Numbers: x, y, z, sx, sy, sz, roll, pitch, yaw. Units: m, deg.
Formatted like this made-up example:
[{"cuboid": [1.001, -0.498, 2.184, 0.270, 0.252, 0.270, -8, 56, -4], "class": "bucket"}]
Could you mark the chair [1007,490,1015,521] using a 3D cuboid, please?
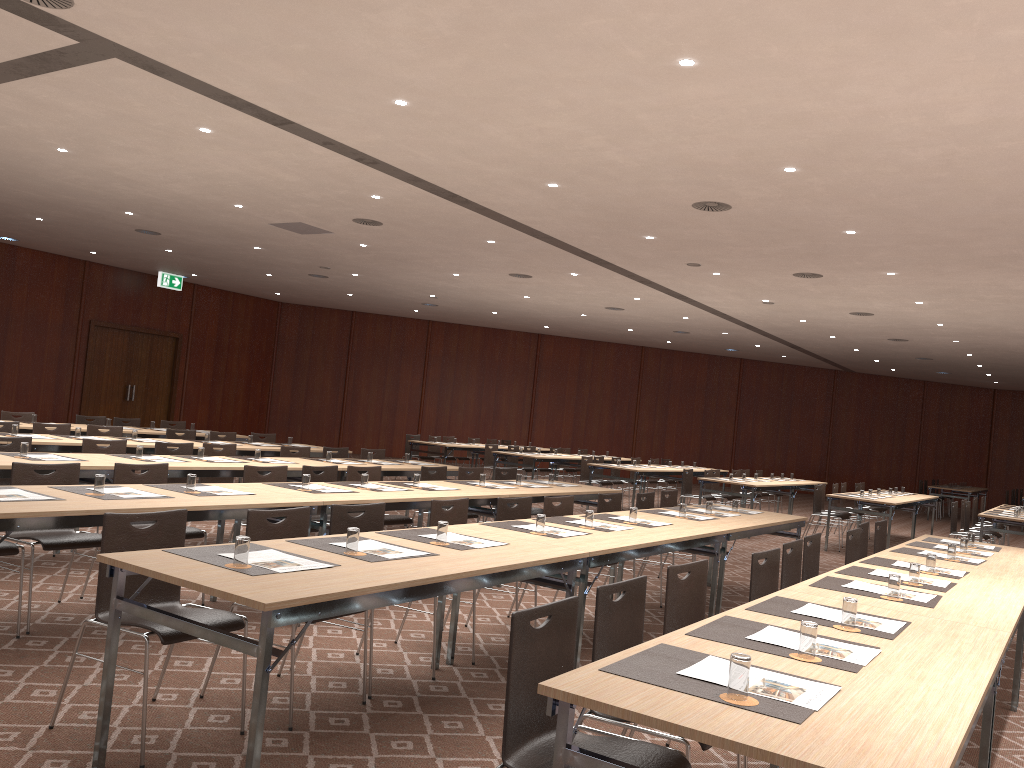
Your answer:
[{"cuboid": [12.628, 3.125, 22.076, 0.613, 0.939, 0.536, 5, -2, 36], "class": "chair"}]

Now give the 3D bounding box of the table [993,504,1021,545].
[{"cuboid": [8.500, 2.494, 14.581, 0.953, 0.833, 2.269, 5, -2, 33], "class": "table"}]

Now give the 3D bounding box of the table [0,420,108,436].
[{"cuboid": [-6.089, 0.866, 10.366, 0.953, 0.833, 2.269, 5, -2, 33], "class": "table"}]

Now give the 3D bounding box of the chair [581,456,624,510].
[{"cuboid": [1.699, 1.811, 16.284, 0.613, 0.939, 0.536, 5, -2, 31], "class": "chair"}]

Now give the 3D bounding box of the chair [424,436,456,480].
[{"cuboid": [-1.518, 1.562, 18.467, 0.613, 0.939, 0.536, 5, -2, 31], "class": "chair"}]

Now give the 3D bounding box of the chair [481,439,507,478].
[{"cuboid": [-0.366, 1.745, 20.332, 0.613, 0.939, 0.536, 5, -2, 31], "class": "chair"}]

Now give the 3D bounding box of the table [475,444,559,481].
[{"cuboid": [0.147, 1.840, 20.033, 0.953, 0.833, 2.269, 5, -2, 33], "class": "table"}]

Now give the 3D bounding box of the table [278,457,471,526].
[{"cuboid": [-1.521, 1.319, 10.087, 0.953, 0.833, 2.269, 5, -2, 33], "class": "table"}]

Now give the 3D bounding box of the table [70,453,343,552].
[{"cuboid": [-2.748, 1.127, 8.185, 0.953, 0.833, 2.269, 5, -2, 33], "class": "table"}]

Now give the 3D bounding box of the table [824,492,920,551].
[{"cuboid": [5.602, 2.172, 13.770, 0.953, 0.833, 2.269, 5, -2, 33], "class": "table"}]

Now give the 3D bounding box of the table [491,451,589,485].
[{"cuboid": [0.591, 1.779, 17.041, 0.953, 0.833, 2.269, 5, -2, 33], "class": "table"}]

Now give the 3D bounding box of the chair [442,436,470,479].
[{"cuboid": [-1.262, 1.609, 19.055, 0.613, 0.939, 0.536, 5, -2, 30], "class": "chair"}]

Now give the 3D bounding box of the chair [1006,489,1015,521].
[{"cuboid": [13.174, 3.213, 23.004, 0.613, 0.939, 0.536, 5, -2, 32], "class": "chair"}]

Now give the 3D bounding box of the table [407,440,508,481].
[{"cuboid": [-1.080, 1.648, 18.131, 0.953, 0.833, 2.269, 5, -2, 33], "class": "table"}]

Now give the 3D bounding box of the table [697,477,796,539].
[{"cuboid": [3.932, 2.041, 14.860, 0.953, 0.833, 2.269, 5, -2, 33], "class": "table"}]

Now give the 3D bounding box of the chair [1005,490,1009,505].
[{"cuboid": [11.916, 3.016, 21.053, 0.613, 0.939, 0.536, 5, -2, 36], "class": "chair"}]

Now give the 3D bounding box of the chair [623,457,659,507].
[{"cuboid": [2.571, 1.948, 17.636, 0.613, 0.939, 0.536, 5, -2, 33], "class": "chair"}]

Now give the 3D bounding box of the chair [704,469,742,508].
[{"cuboid": [3.728, 1.998, 15.750, 0.613, 0.939, 0.536, 5, -2, 35], "class": "chair"}]

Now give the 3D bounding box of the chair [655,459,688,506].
[{"cuboid": [3.365, 2.068, 18.756, 0.613, 0.939, 0.536, 5, -2, 36], "class": "chair"}]

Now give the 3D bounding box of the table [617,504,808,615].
[{"cuboid": [1.820, 1.581, 7.906, 0.953, 0.833, 2.269, 5, -2, 33], "class": "table"}]

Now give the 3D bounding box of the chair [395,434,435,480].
[{"cuboid": [-1.919, 1.503, 17.925, 0.613, 0.939, 0.536, 5, -2, 35], "class": "chair"}]

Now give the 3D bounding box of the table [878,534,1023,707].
[{"cuboid": [3.491, 1.712, 6.816, 0.953, 0.833, 2.269, 5, -2, 33], "class": "table"}]

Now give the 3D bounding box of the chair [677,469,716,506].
[{"cuboid": [3.026, 1.889, 14.662, 0.613, 0.939, 0.536, 5, -2, 33], "class": "chair"}]

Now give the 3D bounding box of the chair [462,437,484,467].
[{"cuboid": [-0.763, 1.687, 19.828, 0.613, 0.939, 0.536, 5, -2, 36], "class": "chair"}]

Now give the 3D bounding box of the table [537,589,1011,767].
[{"cuboid": [1.037, 1.328, 3.012, 0.953, 0.833, 2.269, 5, -2, 33], "class": "table"}]

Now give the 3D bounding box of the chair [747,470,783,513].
[{"cuboid": [5.023, 2.194, 17.568, 0.613, 0.939, 0.536, 5, -2, 32], "class": "chair"}]

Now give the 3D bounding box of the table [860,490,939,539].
[{"cuboid": [6.829, 2.364, 15.672, 0.953, 0.833, 2.269, 5, -2, 33], "class": "table"}]

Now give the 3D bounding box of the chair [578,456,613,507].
[{"cuboid": [1.431, 1.763, 15.679, 0.613, 0.939, 0.536, 5, -2, 32], "class": "chair"}]

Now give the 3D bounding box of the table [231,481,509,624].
[{"cuboid": [-1.077, 1.258, 7.095, 0.953, 0.833, 2.269, 5, -2, 33], "class": "table"}]

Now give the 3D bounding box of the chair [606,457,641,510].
[{"cuboid": [2.082, 1.867, 16.767, 0.613, 0.939, 0.536, 5, -2, 30], "class": "chair"}]

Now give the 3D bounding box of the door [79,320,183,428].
[{"cuboid": [-9.002, 0.005, 20.923, 0.200, 2.699, 2.424, 5, -2, 33], "class": "door"}]

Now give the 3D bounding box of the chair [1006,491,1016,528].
[{"cuboid": [12.326, 3.073, 21.474, 0.613, 0.939, 0.536, 5, -2, 33], "class": "chair"}]

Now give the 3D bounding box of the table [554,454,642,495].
[{"cuboid": [1.818, 1.971, 18.943, 0.953, 0.833, 2.269, 5, -2, 33], "class": "table"}]

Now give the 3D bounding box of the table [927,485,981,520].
[{"cuboid": [11.123, 3.034, 22.328, 0.953, 0.833, 2.269, 5, -2, 33], "class": "table"}]

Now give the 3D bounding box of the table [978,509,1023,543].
[{"cuboid": [7.273, 2.303, 12.679, 0.953, 0.833, 2.269, 5, -2, 33], "class": "table"}]

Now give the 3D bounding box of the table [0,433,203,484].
[{"cuboid": [-4.418, 0.997, 9.275, 0.953, 0.833, 2.269, 5, -2, 33], "class": "table"}]

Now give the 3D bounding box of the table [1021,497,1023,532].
[{"cuboid": [12.794, 3.165, 21.238, 0.953, 0.833, 2.269, 5, -2, 33], "class": "table"}]

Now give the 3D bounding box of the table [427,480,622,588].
[{"cuboid": [0.150, 1.450, 8.997, 0.953, 0.833, 2.269, 5, -2, 33], "class": "table"}]

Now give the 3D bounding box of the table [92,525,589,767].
[{"cuboid": [-0.633, 1.197, 4.102, 0.953, 0.833, 2.269, 5, -2, 33], "class": "table"}]

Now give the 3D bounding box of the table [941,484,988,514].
[{"cuboid": [12.350, 3.226, 24.230, 0.953, 0.833, 2.269, 5, -2, 33], "class": "table"}]

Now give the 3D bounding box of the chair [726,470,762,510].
[{"cuboid": [4.298, 2.083, 16.523, 0.613, 0.939, 0.536, 5, -2, 35], "class": "chair"}]

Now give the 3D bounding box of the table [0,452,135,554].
[{"cuboid": [-3.974, 0.936, 6.283, 0.953, 0.833, 2.269, 5, -2, 33], "class": "table"}]

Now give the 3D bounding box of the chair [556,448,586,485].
[{"cuboid": [1.257, 1.873, 19.280, 0.613, 0.939, 0.536, 5, -2, 35], "class": "chair"}]

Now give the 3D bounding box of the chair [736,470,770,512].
[{"cuboid": [4.638, 2.140, 17.161, 0.613, 0.939, 0.536, 5, -2, 35], "class": "chair"}]

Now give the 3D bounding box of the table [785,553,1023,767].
[{"cuboid": [2.264, 1.520, 4.914, 0.953, 0.833, 2.269, 5, -2, 33], "class": "table"}]

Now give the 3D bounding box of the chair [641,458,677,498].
[{"cuboid": [3.030, 2.013, 18.158, 0.613, 0.939, 0.536, 5, -2, 34], "class": "chair"}]

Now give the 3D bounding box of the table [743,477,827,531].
[{"cuboid": [5.159, 2.233, 16.762, 0.953, 0.833, 2.269, 5, -2, 33], "class": "table"}]

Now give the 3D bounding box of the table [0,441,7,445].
[{"cuboid": [-5.645, 0.805, 7.373, 0.953, 0.833, 2.269, 5, -2, 33], "class": "table"}]

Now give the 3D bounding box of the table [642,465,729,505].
[{"cuboid": [3.488, 2.102, 17.853, 0.953, 0.833, 2.269, 5, -2, 33], "class": "table"}]

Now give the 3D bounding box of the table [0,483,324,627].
[{"cuboid": [-2.304, 1.067, 5.193, 0.953, 0.833, 2.269, 5, -2, 33], "class": "table"}]

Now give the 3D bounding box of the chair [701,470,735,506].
[{"cuboid": [3.480, 1.953, 15.175, 0.613, 0.939, 0.536, 5, -2, 30], "class": "chair"}]

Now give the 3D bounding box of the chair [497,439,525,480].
[{"cuboid": [-0.043, 1.800, 20.945, 0.613, 0.939, 0.536, 5, -2, 32], "class": "chair"}]

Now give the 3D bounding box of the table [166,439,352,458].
[{"cuboid": [-3.191, 1.188, 11.178, 0.953, 0.833, 2.269, 5, -2, 33], "class": "table"}]

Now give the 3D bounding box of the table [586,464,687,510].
[{"cuboid": [2.261, 1.910, 15.950, 0.953, 0.833, 2.269, 5, -2, 33], "class": "table"}]

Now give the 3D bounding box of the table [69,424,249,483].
[{"cuboid": [-4.862, 1.057, 12.268, 0.953, 0.833, 2.269, 5, -2, 33], "class": "table"}]

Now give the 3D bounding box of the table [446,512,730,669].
[{"cuboid": [0.594, 1.389, 6.004, 0.953, 0.833, 2.269, 5, -2, 33], "class": "table"}]
